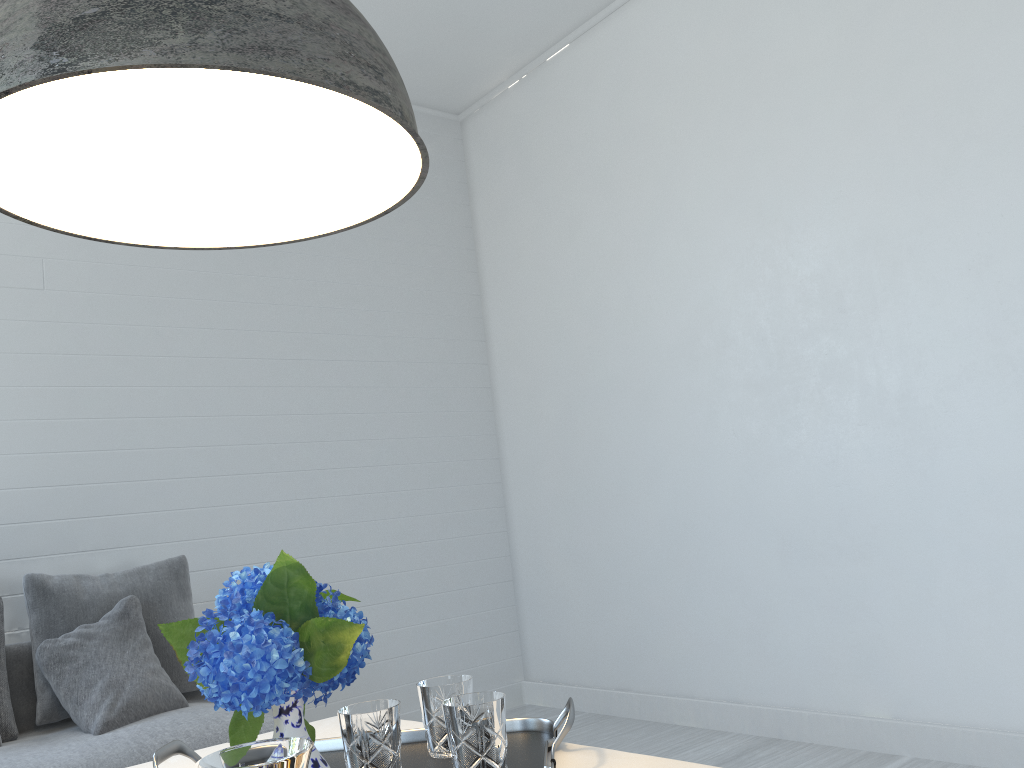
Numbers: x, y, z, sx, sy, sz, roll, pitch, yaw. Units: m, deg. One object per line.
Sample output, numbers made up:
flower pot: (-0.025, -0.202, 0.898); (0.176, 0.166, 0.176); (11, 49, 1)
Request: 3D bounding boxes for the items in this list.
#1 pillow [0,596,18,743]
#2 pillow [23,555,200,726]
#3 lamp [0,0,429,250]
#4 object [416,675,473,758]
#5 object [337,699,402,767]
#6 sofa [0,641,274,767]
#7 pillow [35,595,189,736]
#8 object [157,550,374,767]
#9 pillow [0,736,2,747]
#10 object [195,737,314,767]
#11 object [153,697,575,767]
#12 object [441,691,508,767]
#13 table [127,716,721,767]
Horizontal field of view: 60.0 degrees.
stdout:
pillow: (-2.108, 1.044, 3.089); (0.641, 0.519, 0.281); (0, -10, -39)
pillow: (-1.566, 0.994, 3.528); (0.639, 0.559, 0.279); (0, -10, -39)
lamp: (-0.530, -1.280, 1.330); (0.601, 2.039, 0.601); (-10, -8, 21)
object: (-0.106, 0.550, 1.469); (0.095, 0.119, 0.096); (-5, -8, -15)
object: (-0.208, 0.540, 1.321); (0.096, 0.119, 0.096); (-12, -10, 34)
sofa: (-1.562, 1.132, 1.603); (3.407, 0.897, 3.403); (0, -11, -39)
pillow: (-1.464, 1.028, 3.263); (0.417, 0.462, 0.380); (-12, -10, 35)
object: (-0.302, 0.404, 1.135); (0.265, 0.376, 0.237); (-1, -10, -37)
pillow: (-2.029, 0.999, 2.973); (0.509, 0.571, 0.296); (0, -10, -39)
object: (-0.211, 0.412, 0.755); (0.098, 0.191, 0.098); (-4, -8, -19)
object: (-0.222, 0.574, 1.378); (0.651, 0.091, 0.399); (-7, -8, 3)
object: (-0.050, 0.517, 1.288); (0.095, 0.119, 0.096); (-5, -8, -15)
table: (-0.315, 0.942, 1.070); (1.327, 0.723, 1.674); (0, -11, -38)
